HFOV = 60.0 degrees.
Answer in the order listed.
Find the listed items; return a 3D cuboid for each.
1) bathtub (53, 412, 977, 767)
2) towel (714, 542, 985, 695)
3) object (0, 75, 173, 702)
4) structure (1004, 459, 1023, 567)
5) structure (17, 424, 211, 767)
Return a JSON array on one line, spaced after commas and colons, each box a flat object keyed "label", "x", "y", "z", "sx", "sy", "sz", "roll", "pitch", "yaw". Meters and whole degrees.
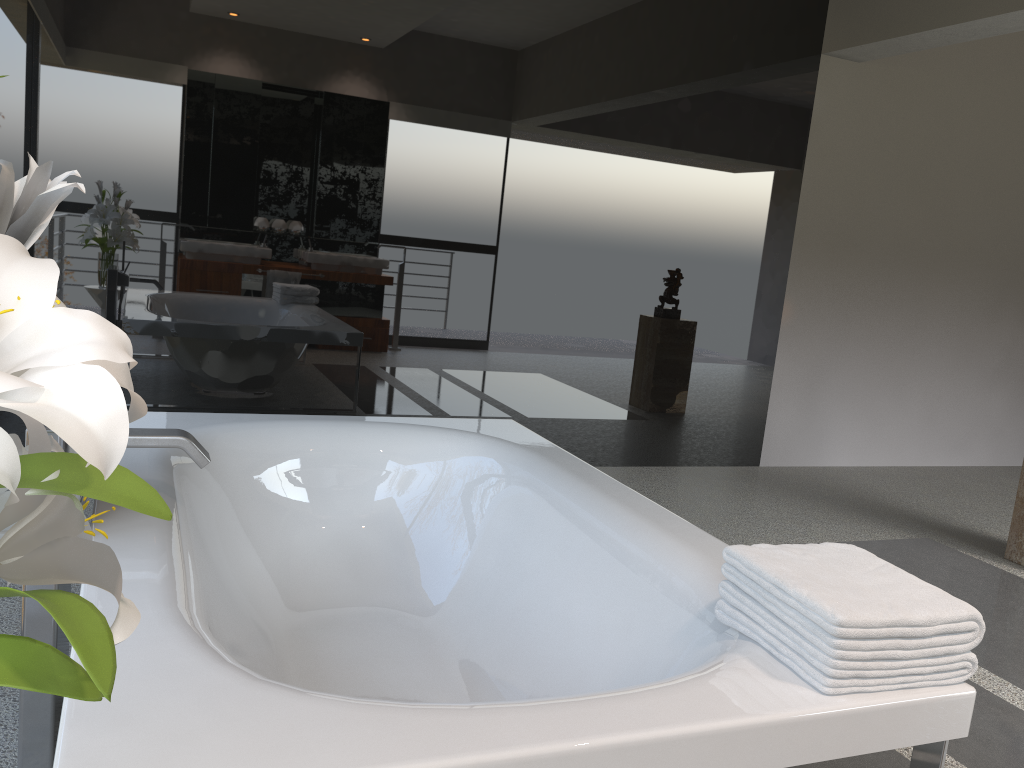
[{"label": "bathtub", "x": -0.262, "y": 0.530, "z": 2.082, "sx": 1.327, "sy": 0.503, "sz": 1.961, "roll": 2, "pitch": 10, "yaw": -23}, {"label": "towel", "x": 0.565, "y": 0.391, "z": 1.523, "sx": 0.305, "sy": 0.145, "sz": 0.322, "roll": 3, "pitch": 9, "yaw": -20}, {"label": "object", "x": -0.494, "y": 0.102, "z": 0.626, "sx": 0.460, "sy": 0.795, "sz": 0.450, "roll": 7, "pitch": 9, "yaw": 4}, {"label": "structure", "x": 2.402, "y": 0.264, "z": 3.714, "sx": 0.328, "sy": 1.072, "sz": 0.292, "roll": 2, "pitch": 9, "yaw": -23}, {"label": "structure", "x": -0.815, "y": 0.318, "z": 1.857, "sx": 0.330, "sy": 0.883, "sz": 0.402, "roll": 2, "pitch": 9, "yaw": -23}]
